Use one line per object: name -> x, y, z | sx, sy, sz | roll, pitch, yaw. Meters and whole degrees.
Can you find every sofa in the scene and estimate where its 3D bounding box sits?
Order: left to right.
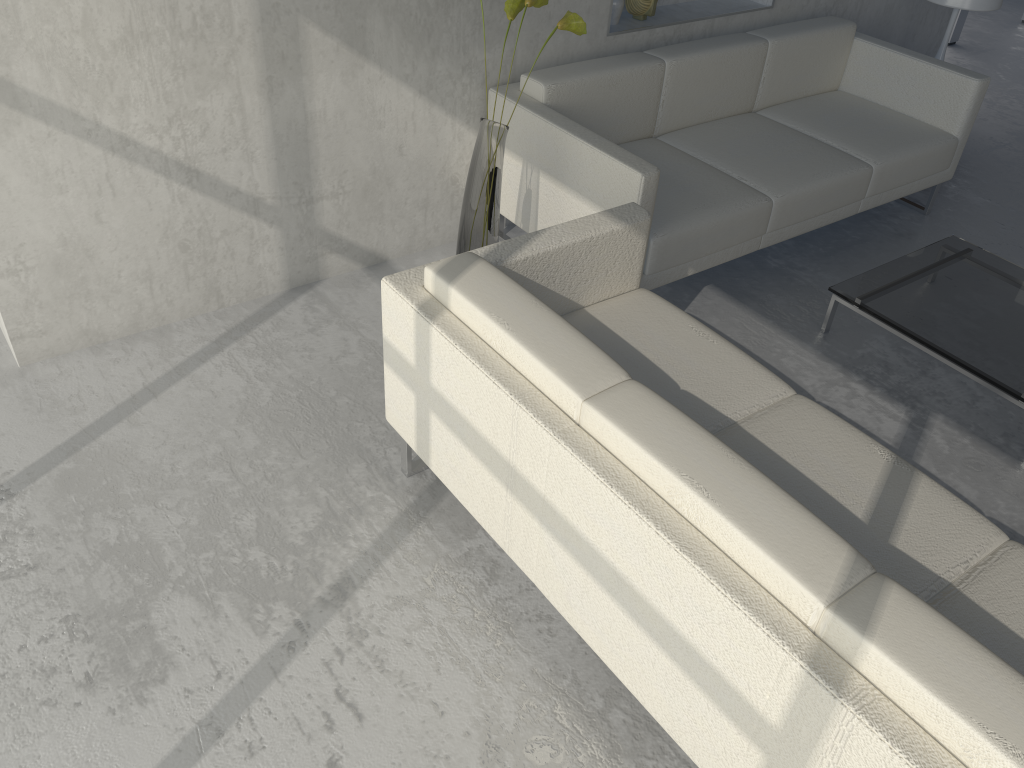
sofa -> 0.900, -0.914, 3.457 | 1.881, 0.658, 0.821 | -22, 45, -29
sofa -> 0.556, 0.318, 1.847 | 0.821, 0.658, 1.881 | -22, 45, -29

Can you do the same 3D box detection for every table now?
table -> 1.565, -0.160, 2.938 | 0.730, 0.190, 0.773 | -22, 45, -29
table -> 3.950, -2.275, 5.320 | 1.180, 0.835, 2.095 | -22, 45, -29

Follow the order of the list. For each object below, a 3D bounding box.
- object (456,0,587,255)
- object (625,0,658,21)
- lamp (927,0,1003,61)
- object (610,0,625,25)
object -> 0.013, -0.746, 2.839 | 0.400, 1.051, 0.387 | -2, 38, -8
object -> 0.526, -1.509, 3.449 | 0.088, 0.179, 0.163 | 33, 46, 32
lamp -> 2.001, -1.659, 4.018 | 0.347, 0.582, 0.347 | 17, 40, 16
object -> 0.388, -1.454, 3.408 | 0.086, 0.128, 0.086 | -13, 41, -21
